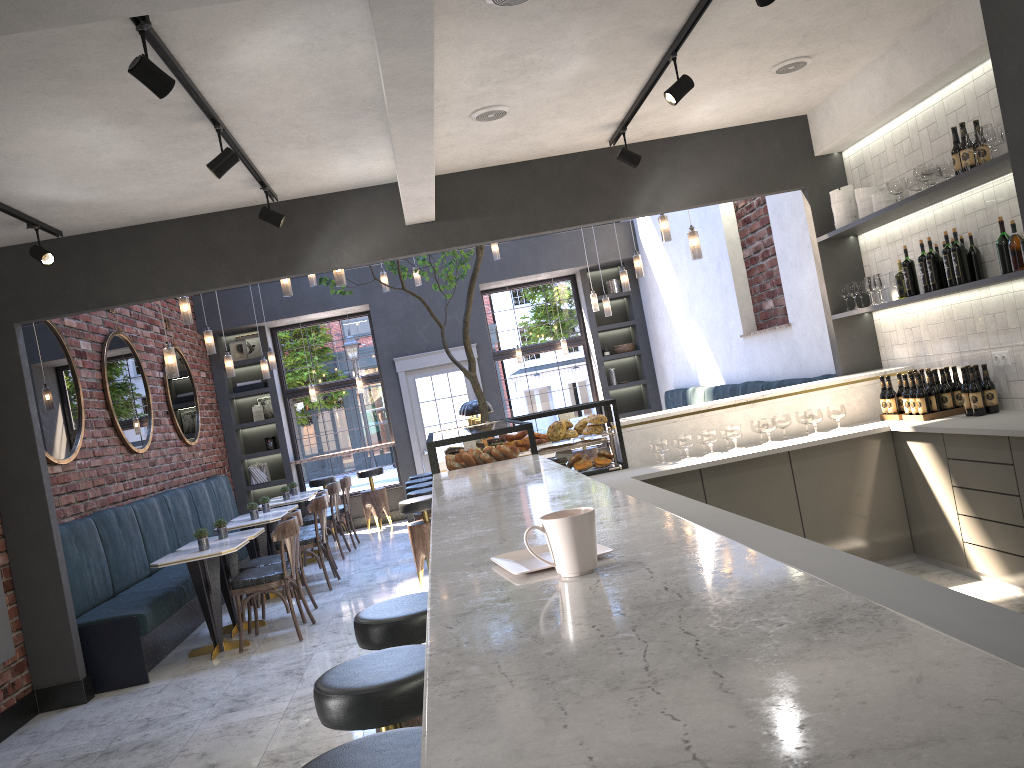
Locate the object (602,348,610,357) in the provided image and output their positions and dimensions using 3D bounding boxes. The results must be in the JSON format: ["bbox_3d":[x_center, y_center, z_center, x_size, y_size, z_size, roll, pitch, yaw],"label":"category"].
[{"bbox_3d":[1.338,-0.454,12.638,0.116,0.119,0.117,-10,-1,-29],"label":"object"}]

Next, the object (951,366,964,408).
[{"bbox_3d":[2.633,0.033,5.233,0.069,0.279,0.069,-11,0,17],"label":"object"}]

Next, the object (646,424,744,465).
[{"bbox_3d":[1.144,0.377,5.546,0.575,0.147,0.256,-11,-1,-5],"label":"object"}]

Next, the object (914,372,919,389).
[{"bbox_3d":[2.473,0.065,5.369,0.070,0.279,0.069,-11,0,-3],"label":"object"}]

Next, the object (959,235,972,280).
[{"bbox_3d":[2.550,-0.697,4.986,0.065,0.280,0.065,-11,0,38],"label":"object"}]

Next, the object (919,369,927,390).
[{"bbox_3d":[2.603,0.043,5.582,0.069,0.279,0.069,-11,0,-28],"label":"object"}]

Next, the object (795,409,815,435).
[{"bbox_3d":[1.870,0.242,5.648,0.114,0.147,0.114,-11,0,0],"label":"object"}]

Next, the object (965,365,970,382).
[{"bbox_3d":[2.644,0.031,5.095,0.070,0.279,0.069,-11,0,27],"label":"object"}]

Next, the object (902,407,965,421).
[{"bbox_3d":[2.537,0.175,5.297,0.307,0.038,0.231,-11,-1,-5],"label":"object"}]

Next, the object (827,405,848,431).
[{"bbox_3d":[2.029,0.210,5.530,0.114,0.147,0.114,-11,0,0],"label":"object"}]

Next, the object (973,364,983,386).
[{"bbox_3d":[2.651,0.029,5.021,0.069,0.279,0.069,-11,0,-28],"label":"object"}]

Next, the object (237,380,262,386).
[{"bbox_3d":[-3.614,-0.007,12.206,0.327,0.039,0.227,-10,-1,-15],"label":"object"}]

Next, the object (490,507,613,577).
[{"bbox_3d":[0.069,0.258,1.500,0.175,0.097,0.301,-11,-1,-14],"label":"object"}]

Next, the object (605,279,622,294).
[{"bbox_3d":[1.460,-1.389,12.705,0.214,0.215,0.213,-11,0,4],"label":"object"}]

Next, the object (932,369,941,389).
[{"bbox_3d":[2.553,0.049,5.301,0.070,0.279,0.069,-11,0,2],"label":"object"}]

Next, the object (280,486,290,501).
[{"bbox_3d":[-2.572,1.237,10.072,0.118,0.165,0.123,-10,0,-27],"label":"object"}]

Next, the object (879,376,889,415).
[{"bbox_3d":[2.376,0.087,5.637,0.069,0.279,0.069,-10,0,-43],"label":"object"}]

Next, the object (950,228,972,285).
[{"bbox_3d":[2.466,-0.702,4.889,0.072,0.319,0.072,-11,0,-21],"label":"object"}]

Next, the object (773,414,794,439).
[{"bbox_3d":[1.722,0.270,5.635,0.114,0.147,0.114,-11,0,0],"label":"object"}]

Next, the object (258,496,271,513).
[{"bbox_3d":[-2.469,1.203,8.879,0.118,0.165,0.123,-10,0,-27],"label":"object"}]

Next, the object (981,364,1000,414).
[{"bbox_3d":[2.658,0.026,4.947,0.069,0.279,0.069,-11,0,17],"label":"object"}]

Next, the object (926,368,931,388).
[{"bbox_3d":[2.610,0.041,5.508,0.069,0.279,0.069,-11,0,17],"label":"object"}]

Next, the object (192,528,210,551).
[{"bbox_3d":[-2.264,1.133,6.485,0.118,0.165,0.123,-10,0,-27],"label":"object"}]

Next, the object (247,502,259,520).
[{"bbox_3d":[-2.420,1.186,8.299,0.118,0.165,0.123,-10,0,-27],"label":"object"}]

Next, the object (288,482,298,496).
[{"bbox_3d":[-2.622,1.254,10.651,0.118,0.165,0.123,-10,0,-27],"label":"object"}]

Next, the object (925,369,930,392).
[{"bbox_3d":[2.547,0.051,5.374,0.069,0.279,0.069,-11,0,-28],"label":"object"}]

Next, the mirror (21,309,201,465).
[{"bbox_3d":[-3.695,-0.078,8.503,0.036,1.510,4.774,-11,-1,-5],"label":"mirror"}]

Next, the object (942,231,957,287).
[{"bbox_3d":[2.459,-0.699,4.972,0.072,0.319,0.072,-11,0,-21],"label":"object"}]

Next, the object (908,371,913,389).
[{"bbox_3d":[2.529,0.057,5.576,0.070,0.279,0.069,-11,0,2],"label":"object"}]

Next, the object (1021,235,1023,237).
[{"bbox_3d":[2.578,-0.658,4.467,0.082,0.182,0.082,-11,0,22],"label":"object"}]

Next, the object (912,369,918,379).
[{"bbox_3d":[2.595,0.045,5.656,0.070,0.279,0.069,-11,0,27],"label":"object"}]

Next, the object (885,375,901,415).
[{"bbox_3d":[2.383,0.084,5.563,0.069,0.279,0.069,-11,0,-28],"label":"object"}]

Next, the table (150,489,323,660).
[{"bbox_3d":[-0.427,1.282,8.760,4.598,0.751,4.831,-11,-1,-5],"label":"table"}]

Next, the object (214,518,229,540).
[{"bbox_3d":[-2.314,1.150,7.064,0.118,0.165,0.123,-10,0,-27],"label":"object"}]

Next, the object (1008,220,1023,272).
[{"bbox_3d":[2.498,-0.683,4.386,0.077,0.257,0.076,-11,0,-34],"label":"object"}]

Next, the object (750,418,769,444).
[{"bbox_3d":[1.574,0.297,5.621,0.114,0.147,0.114,-11,0,0],"label":"object"}]

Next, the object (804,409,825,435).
[{"bbox_3d":[1.881,0.238,5.517,0.114,0.147,0.114,-11,0,0],"label":"object"}]

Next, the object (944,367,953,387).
[{"bbox_3d":[2.626,0.035,5.308,0.069,0.279,0.069,-11,0,-28],"label":"object"}]

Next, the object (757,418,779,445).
[{"bbox_3d":[1.586,0.294,5.491,0.114,0.147,0.114,-11,0,0],"label":"object"}]

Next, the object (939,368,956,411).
[{"bbox_3d":[2.559,0.047,5.228,0.069,0.279,0.069,-10,0,-43],"label":"object"}]

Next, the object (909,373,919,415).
[{"bbox_3d":[2.406,0.076,5.288,0.069,0.279,0.069,-11,0,-28],"label":"object"}]

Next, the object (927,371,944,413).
[{"bbox_3d":[2.486,0.060,5.220,0.070,0.279,0.069,-11,0,-3],"label":"object"}]

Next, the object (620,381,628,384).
[{"bbox_3d":[1.588,-0.019,12.578,0.130,0.026,0.130,-10,-1,-22],"label":"object"}]

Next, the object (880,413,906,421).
[{"bbox_3d":[2.514,0.183,5.571,0.307,0.038,0.231,-11,-1,-5],"label":"object"}]

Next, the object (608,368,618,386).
[{"bbox_3d":[1.432,-0.102,12.594,0.098,0.248,0.098,-11,0,34],"label":"object"}]

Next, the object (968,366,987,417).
[{"bbox_3d":[2.584,0.040,4.941,0.069,0.279,0.069,-10,0,-43],"label":"object"}]

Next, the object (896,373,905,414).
[{"bbox_3d":[2.455,0.071,5.570,0.069,0.279,0.069,-10,0,-43],"label":"object"}]

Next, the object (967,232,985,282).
[{"bbox_3d":[2.557,-0.700,4.902,0.065,0.280,0.065,-11,0,38],"label":"object"}]

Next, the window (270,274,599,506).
[{"bbox_3d":[-0.757,-1.489,6.557,6.404,5.364,12.712,-11,-1,-5],"label":"window"}]

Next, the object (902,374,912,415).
[{"bbox_3d":[2.399,0.079,5.362,0.069,0.279,0.069,-10,0,-43],"label":"object"}]

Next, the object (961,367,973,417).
[{"bbox_3d":[2.578,0.043,5.015,0.070,0.279,0.069,-11,0,2],"label":"object"}]

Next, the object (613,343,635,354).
[{"bbox_3d":[1.606,-0.506,12.686,0.305,0.123,0.304,-11,-1,16],"label":"object"}]

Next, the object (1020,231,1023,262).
[{"bbox_3d":[2.509,-0.664,4.305,0.066,0.215,0.066,-11,0,22],"label":"object"}]

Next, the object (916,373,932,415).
[{"bbox_3d":[2.413,0.074,5.212,0.069,0.279,0.069,-11,0,-18],"label":"object"}]
